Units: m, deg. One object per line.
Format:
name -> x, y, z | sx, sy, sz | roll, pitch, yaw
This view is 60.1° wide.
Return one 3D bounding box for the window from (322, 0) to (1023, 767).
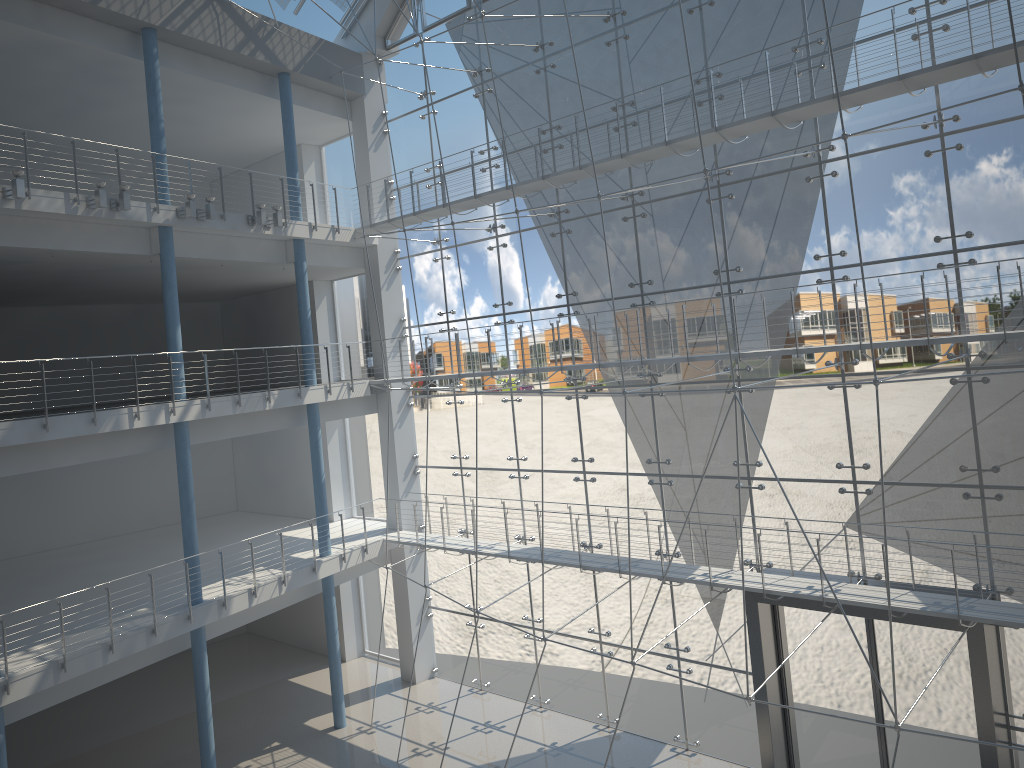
window -> 0.676, -0.430, 2.062 | 3.835, 2.778, 0.010 | -5, -1, 45
